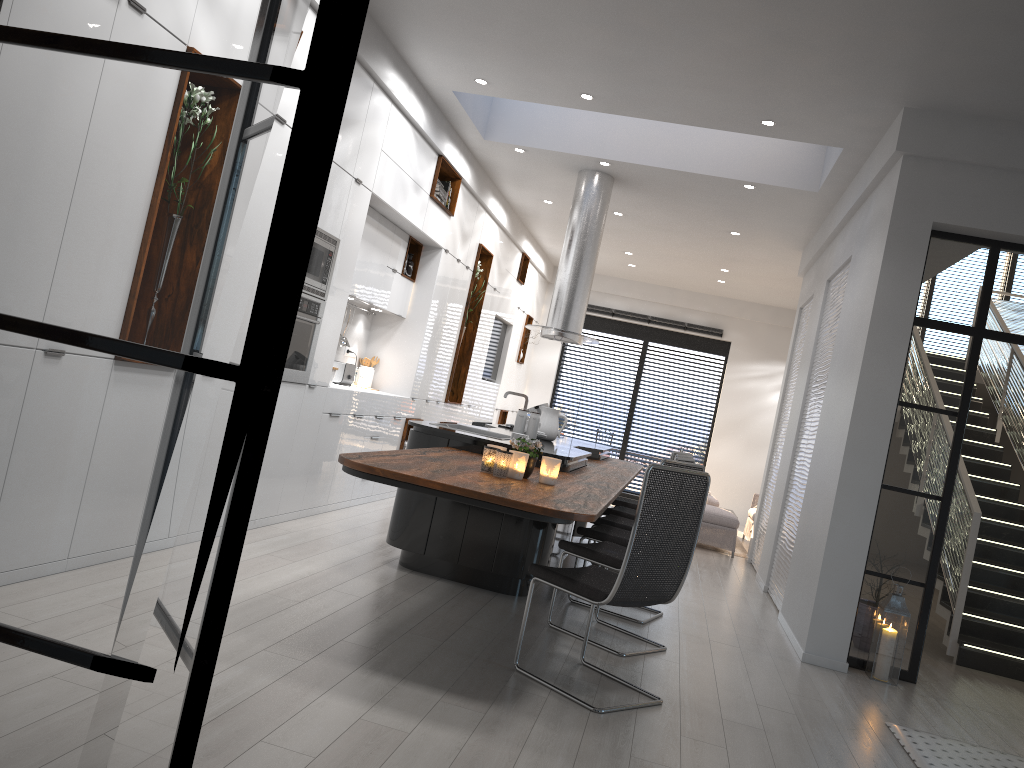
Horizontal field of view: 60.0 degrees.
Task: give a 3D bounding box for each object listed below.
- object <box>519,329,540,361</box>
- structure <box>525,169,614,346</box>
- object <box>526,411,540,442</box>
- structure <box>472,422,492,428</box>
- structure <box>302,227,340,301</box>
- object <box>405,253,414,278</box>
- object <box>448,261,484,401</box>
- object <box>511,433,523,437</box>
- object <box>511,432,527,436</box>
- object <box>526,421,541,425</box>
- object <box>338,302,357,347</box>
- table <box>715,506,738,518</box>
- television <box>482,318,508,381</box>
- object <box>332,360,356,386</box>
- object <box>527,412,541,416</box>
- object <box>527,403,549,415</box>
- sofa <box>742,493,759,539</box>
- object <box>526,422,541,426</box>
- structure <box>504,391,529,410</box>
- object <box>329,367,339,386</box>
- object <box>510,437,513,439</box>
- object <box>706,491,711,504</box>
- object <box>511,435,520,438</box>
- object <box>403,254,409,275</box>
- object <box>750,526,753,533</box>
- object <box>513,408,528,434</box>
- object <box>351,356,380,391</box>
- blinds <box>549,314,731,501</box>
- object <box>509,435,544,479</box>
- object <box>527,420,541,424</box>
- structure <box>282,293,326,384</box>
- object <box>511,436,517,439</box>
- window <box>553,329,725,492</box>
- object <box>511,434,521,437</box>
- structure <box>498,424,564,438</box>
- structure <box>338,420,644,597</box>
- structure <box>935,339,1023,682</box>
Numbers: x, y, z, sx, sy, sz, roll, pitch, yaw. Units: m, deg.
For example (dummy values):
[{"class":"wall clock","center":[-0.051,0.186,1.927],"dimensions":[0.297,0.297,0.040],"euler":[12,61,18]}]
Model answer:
[{"class":"object","center":[0.178,-0.632,13.170],"dimensions":[0.480,0.627,0.314],"euler":[12,-2,2]},{"class":"structure","center":[0.623,-1.166,8.266],"dimensions":[0.696,1.610,1.041],"euler":[12,-2,10]},{"class":"object","center":[0.132,0.280,5.635],"dimensions":[0.071,0.219,0.070],"euler":[10,-3,37]},{"class":"structure","center":[-0.537,0.732,11.568],"dimensions":[0.221,0.517,1.202],"euler":[12,-1,11]},{"class":"structure","center":[-1.477,-0.826,5.732],"dimensions":[0.459,0.431,0.594],"euler":[12,-1,11]},{"class":"object","center":[-0.985,-1.107,8.291],"dimensions":[0.124,0.231,0.123],"euler":[12,-2,12]},{"class":"object","center":[-0.566,-0.605,9.822],"dimensions":[0.323,1.616,0.322],"euler":[10,-3,37]},{"class":"object","center":[0.047,0.327,5.491],"dimensions":[0.111,0.023,0.110],"euler":[12,-1,23]},{"class":"object","center":[0.049,0.320,5.491],"dimensions":[0.111,0.023,0.110],"euler":[12,-1,23]},{"class":"object","center":[0.148,0.313,6.703],"dimensions":[0.138,0.051,0.138],"euler":[12,-1,-9]},{"class":"object","center":[-1.442,-0.510,7.657],"dimensions":[0.069,0.389,0.319],"euler":[12,-2,12]},{"class":"table","center":[2.175,1.636,10.784],"dimensions":[1.001,0.350,0.998],"euler":[12,-1,11]},{"class":"television","center":[-0.275,-0.451,11.613],"dimensions":[0.050,0.806,1.185],"euler":[12,-1,11]},{"class":"object","center":[-1.469,-0.091,7.654],"dimensions":[0.177,0.195,0.260],"euler":[12,-1,11]},{"class":"object","center":[0.235,0.352,8.198],"dimensions":[0.252,0.147,0.266],"euler":[13,-1,-36]},{"class":"object","center":[0.245,0.266,8.200],"dimensions":[0.255,0.212,0.250],"euler":[13,-2,-43]},{"class":"sofa","center":[3.299,1.628,10.366],"dimensions":[0.899,0.826,2.089],"euler":[12,-1,11]},{"class":"object","center":[0.147,0.319,6.702],"dimensions":[0.138,0.051,0.138],"euler":[12,-1,-9]},{"class":"structure","center":[0.002,0.209,5.887],"dimensions":[0.177,0.311,0.089],"euler":[12,-2,11]},{"class":"object","center":[-1.486,-0.087,6.530],"dimensions":[0.380,0.148,0.262],"euler":[12,-1,11]},{"class":"object","center":[0.042,0.352,5.490],"dimensions":[0.111,0.023,0.110],"euler":[12,-1,23]},{"class":"object","center":[2.453,1.526,11.912],"dimensions":[0.418,0.355,0.759],"euler":[12,-1,19]},{"class":"object","center":[0.045,0.339,5.490],"dimensions":[0.111,0.023,0.110],"euler":[12,-1,23]},{"class":"object","center":[-1.016,-1.139,8.100],"dimensions":[0.124,0.275,0.124],"euler":[12,-2,-1]},{"class":"object","center":[3.060,1.545,9.775],"dimensions":[0.723,0.494,0.710],"euler":[12,-1,7]},{"class":"object","center":[0.051,0.263,5.643],"dimensions":[0.070,0.219,0.071],"euler":[13,-2,-25]},{"class":"object","center":[-1.348,-0.118,8.192],"dimensions":[0.221,0.316,0.329],"euler":[12,-2,11]},{"class":"blinds","center":[1.910,0.417,14.105],"dimensions":[2.587,2.723,0.357],"euler":[12,-2,11]},{"class":"object","center":[0.063,0.346,4.249],"dimensions":[0.151,0.206,0.157],"euler":[11,-2,28]},{"class":"object","center":[0.150,0.307,6.703],"dimensions":[0.138,0.051,0.138],"euler":[12,-1,-9]},{"class":"structure","center":[-1.565,-0.333,5.708],"dimensions":[0.495,0.571,0.594],"euler":[12,-2,11]},{"class":"object","center":[0.043,0.346,5.490],"dimensions":[0.111,0.023,0.110],"euler":[12,-1,23]},{"class":"window","center":[5.143,-0.189,13.904],"dimensions":[8.573,5.066,0.461],"euler":[12,-2,10]},{"class":"object","center":[0.046,0.333,5.491],"dimensions":[0.111,0.023,0.110],"euler":[12,-1,23]},{"class":"structure","center":[0.192,0.431,8.199],"dimensions":[0.502,0.026,0.810],"euler":[12,-1,11]},{"class":"structure","center":[0.068,0.839,6.073],"dimensions":[1.379,0.888,5.630],"euler":[12,-1,11]},{"class":"structure","center":[4.888,0.512,7.860],"dimensions":[2.396,3.605,5.791],"euler":[12,-1,11]}]
